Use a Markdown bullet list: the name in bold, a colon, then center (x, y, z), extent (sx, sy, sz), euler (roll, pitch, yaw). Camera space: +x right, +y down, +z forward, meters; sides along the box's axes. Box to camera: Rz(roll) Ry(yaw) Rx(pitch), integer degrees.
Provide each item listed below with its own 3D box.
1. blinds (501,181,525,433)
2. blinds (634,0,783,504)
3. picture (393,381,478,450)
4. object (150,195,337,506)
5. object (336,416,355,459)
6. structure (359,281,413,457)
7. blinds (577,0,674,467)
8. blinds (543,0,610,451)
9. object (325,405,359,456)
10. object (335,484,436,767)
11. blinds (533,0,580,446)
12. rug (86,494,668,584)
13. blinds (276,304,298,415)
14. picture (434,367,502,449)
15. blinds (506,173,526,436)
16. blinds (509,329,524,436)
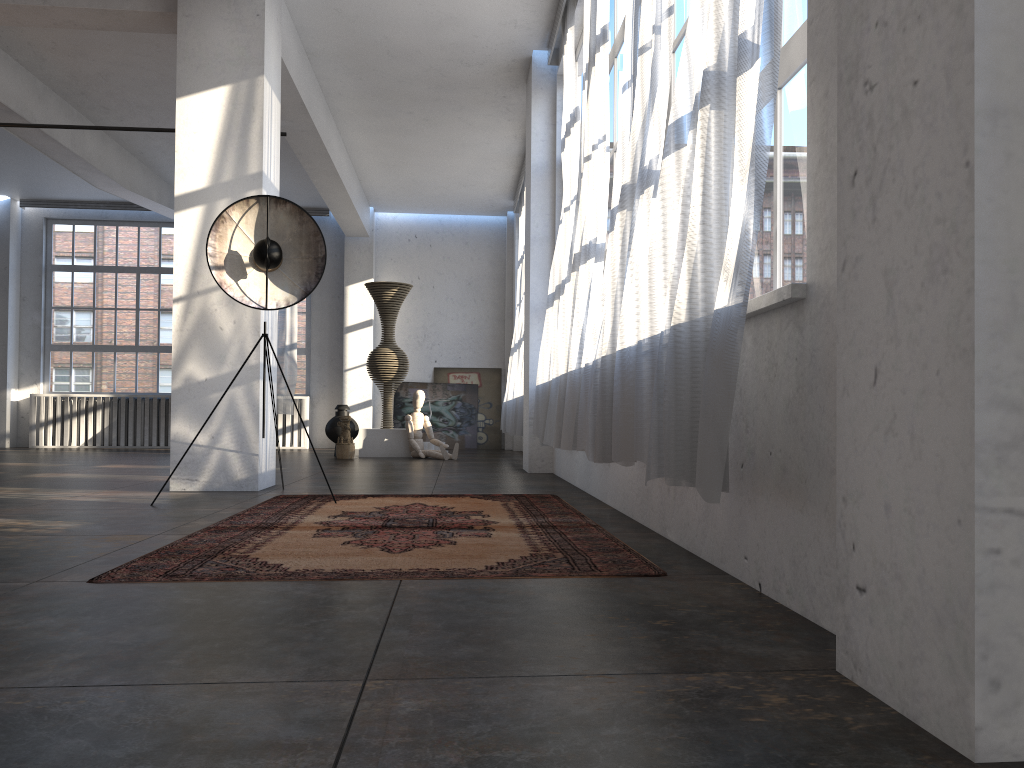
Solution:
- **blinds**: center (0.039, -1.119, 13.127), extent (0.341, 3.696, 1.030), euler (1, -1, -7)
- **blinds**: center (0.643, -1.535, 2.816), extent (0.344, 3.749, 1.024), euler (1, -1, -6)
- **picture**: center (-1.278, 0.529, 14.833), extent (1.439, 1.141, 0.303), euler (1, -1, -8)
- **object**: center (-1.563, -0.228, 5.690), extent (1.060, 1.918, 1.176), euler (1, -1, -5)
- **object**: center (-2.072, 0.695, 11.030), extent (0.236, 0.600, 0.223), euler (0, -1, 23)
- **structure**: center (-1.669, -0.173, 11.950), extent (0.679, 2.325, 0.747), euler (1, -1, -5)
- **blinds**: center (0.553, -1.475, 4.177), extent (0.341, 3.696, 1.030), euler (1, -1, -7)
- **blinds**: center (0.457, -1.398, 5.867), extent (0.362, 3.673, 1.028), euler (1, -1, -5)
- **object**: center (-2.279, 0.625, 11.879), extent (0.452, 0.693, 0.433), euler (2, -2, -40)
- **object**: center (-12.839, 0.716, 3.848), extent (27.312, 0.001, 19.676), euler (1, -2, -5)
- **blinds**: center (0.394, -1.339, 7.364), extent (0.316, 3.711, 1.021), euler (1, -1, -5)
- **rug**: center (-0.503, 0.671, 4.311), extent (1.823, 0.009, 3.118), euler (1, -2, -5)
- **blinds**: center (-3.941, -1.185, 14.173), extent (1.061, 3.499, 0.996), euler (1, -1, -4)
- **picture**: center (-0.751, 0.411, 14.990), extent (1.152, 1.386, 0.252), euler (1, -1, -6)
- **blinds**: center (0.124, -1.157, 11.944), extent (0.316, 3.711, 1.021), euler (1, -1, -5)
- **blinds**: center (0.197, -1.209, 10.610), extent (0.362, 3.673, 1.028), euler (1, -1, -5)
